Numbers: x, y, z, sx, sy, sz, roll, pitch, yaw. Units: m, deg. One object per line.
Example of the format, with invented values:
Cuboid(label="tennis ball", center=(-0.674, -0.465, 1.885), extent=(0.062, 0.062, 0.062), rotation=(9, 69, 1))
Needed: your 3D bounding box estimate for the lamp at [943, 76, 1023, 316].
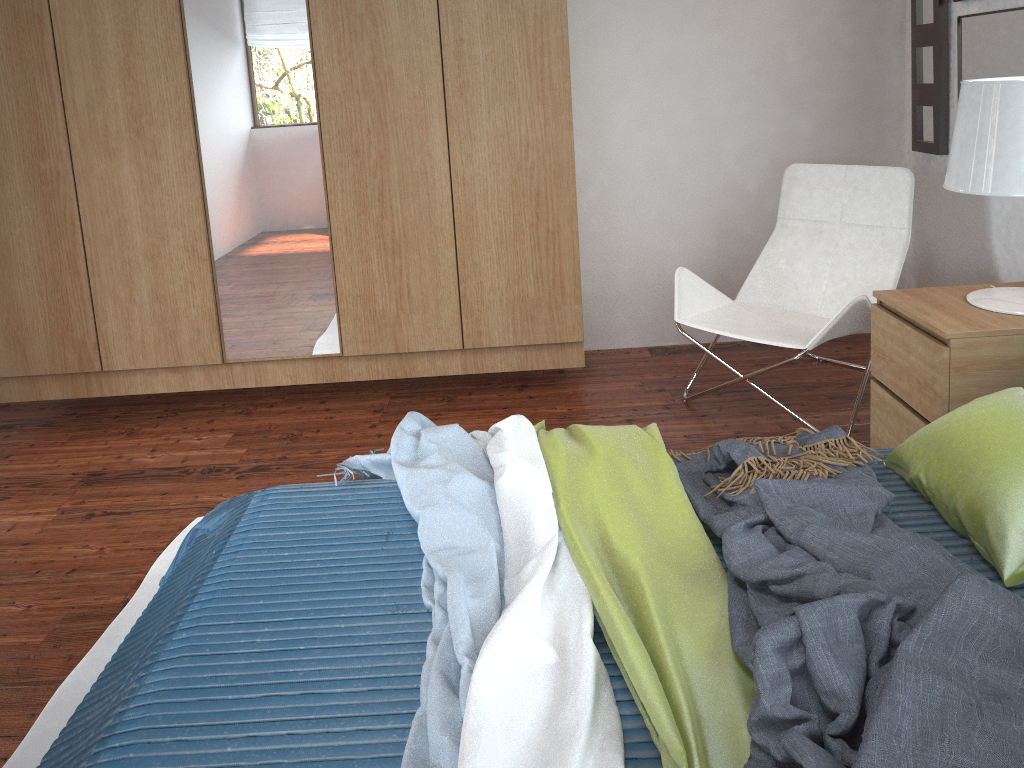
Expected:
Cuboid(label="lamp", center=(1.341, -0.497, 2.259), extent=(0.406, 0.569, 0.421), rotation=(-4, 13, -2))

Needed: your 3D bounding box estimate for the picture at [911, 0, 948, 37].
Cuboid(label="picture", center=(1.579, -1.436, 3.306), extent=(0.040, 0.217, 0.232), rotation=(-4, 15, 1))

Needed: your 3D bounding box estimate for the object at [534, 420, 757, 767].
Cuboid(label="object", center=(0.255, 0.578, 1.201), extent=(0.491, 0.429, 2.195), rotation=(-4, 19, -3))

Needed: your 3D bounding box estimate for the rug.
Cuboid(label="rug", center=(-0.024, 0.777, 1.177), extent=(1.799, 0.047, 2.830), rotation=(-3, 19, 0))

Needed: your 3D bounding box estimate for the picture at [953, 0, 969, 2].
Cuboid(label="picture", center=(1.576, -1.436, 2.797), extent=(0.042, 0.349, 0.653), rotation=(-4, 17, 1))

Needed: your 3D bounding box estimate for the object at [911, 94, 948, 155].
Cuboid(label="object", center=(1.614, -1.007, 3.380), extent=(0.040, 0.217, 0.232), rotation=(-4, 15, 1))

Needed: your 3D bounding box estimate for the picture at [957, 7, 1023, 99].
Cuboid(label="picture", center=(1.605, -0.971, 2.868), extent=(0.043, 0.488, 0.525), rotation=(-4, 15, 1))

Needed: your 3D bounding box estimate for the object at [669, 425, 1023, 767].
Cuboid(label="object", center=(0.462, 0.436, 1.123), extent=(0.628, 0.391, 2.219), rotation=(-1, 19, 9))

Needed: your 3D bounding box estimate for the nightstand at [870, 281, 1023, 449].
Cuboid(label="nightstand", center=(1.357, 0.044, 2.350), extent=(0.608, 0.523, 0.445), rotation=(-4, 14, 1))

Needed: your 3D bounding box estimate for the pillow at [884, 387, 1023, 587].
Cuboid(label="pillow", center=(0.950, 0.303, 1.193), extent=(0.311, 0.211, 1.439), rotation=(-4, 19, 0))

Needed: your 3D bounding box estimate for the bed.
Cuboid(label="bed", center=(0.437, 0.410, 1.131), extent=(2.572, 0.742, 2.232), rotation=(-3, 18, 1))

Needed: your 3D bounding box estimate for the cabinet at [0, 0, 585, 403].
Cuboid(label="cabinet", center=(-0.905, -1.230, 3.285), extent=(2.200, 2.330, 0.602), rotation=(-4, 10, 0))

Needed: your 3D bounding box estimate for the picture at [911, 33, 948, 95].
Cuboid(label="picture", center=(1.597, -1.222, 3.343), extent=(0.040, 0.217, 0.232), rotation=(-4, 15, 1))

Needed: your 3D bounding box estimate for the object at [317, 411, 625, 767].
Cuboid(label="object", center=(-0.110, 0.536, 1.228), extent=(0.536, 0.361, 2.247), rotation=(-5, 19, -4))

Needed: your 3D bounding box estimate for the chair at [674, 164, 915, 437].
Cuboid(label="chair", center=(1.014, -0.334, 3.042), extent=(0.816, 0.771, 0.710), rotation=(-15, 18, -38))
